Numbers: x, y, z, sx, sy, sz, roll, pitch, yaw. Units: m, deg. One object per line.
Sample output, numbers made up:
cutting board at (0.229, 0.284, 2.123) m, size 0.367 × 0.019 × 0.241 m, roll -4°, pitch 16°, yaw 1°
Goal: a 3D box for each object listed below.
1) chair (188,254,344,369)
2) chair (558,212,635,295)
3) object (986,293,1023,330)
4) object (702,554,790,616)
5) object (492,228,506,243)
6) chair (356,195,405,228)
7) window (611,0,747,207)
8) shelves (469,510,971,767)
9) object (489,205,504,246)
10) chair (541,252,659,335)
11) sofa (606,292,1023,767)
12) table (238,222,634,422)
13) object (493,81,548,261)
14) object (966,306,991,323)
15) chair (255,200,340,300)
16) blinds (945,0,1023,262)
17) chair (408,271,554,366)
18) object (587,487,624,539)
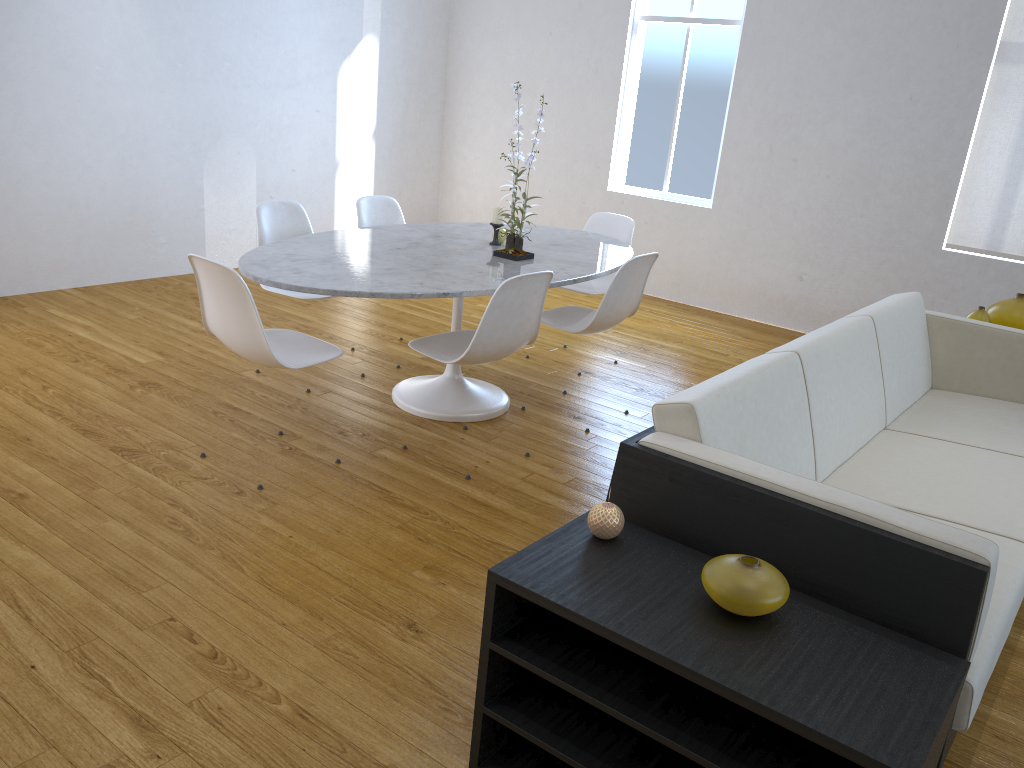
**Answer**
chair at (-0.769, -0.238, 2.769) m, size 0.403 × 0.355 × 0.417 m, roll 20°, pitch 24°, yaw 35°
chair at (0.356, -0.615, 4.189) m, size 0.403 × 0.355 × 0.417 m, roll 20°, pitch 24°, yaw 35°
object at (1.972, -0.247, 3.483) m, size 0.207 × 0.217 × 0.205 m, roll 1°, pitch 20°, yaw -12°
object at (0.398, 0.341, 1.515) m, size 0.146 × 0.091 × 0.145 m, roll 1°, pitch 20°, yaw -12°
object at (-0.049, -0.633, 3.668) m, size 0.063 × 0.092 × 0.062 m, roll 3°, pitch 20°, yaw -7°
chair at (-0.497, -0.646, 4.029) m, size 0.417 × 0.355 × 0.403 m, roll 20°, pitch 24°, yaw 35°
window at (1.092, -2.213, 5.403) m, size 0.771 × 2.151 × 0.073 m, roll 19°, pitch 24°, yaw 33°
shelves at (0.330, 0.602, 1.581) m, size 0.726 × 0.456 × 0.347 m, roll 19°, pitch 24°, yaw 33°
object at (-0.060, -0.654, 3.594) m, size 0.059 × 0.178 × 0.058 m, roll 13°, pitch 21°, yaw 19°
chair at (0.329, -0.377, 3.492) m, size 0.417 × 0.355 × 0.403 m, roll 19°, pitch 23°, yaw 32°
sofa at (1.673, 0.428, 2.158) m, size 9.676 × 0.686 × 5.308 m, roll 19°, pitch 23°, yaw 33°
table at (-0.222, -0.225, 3.547) m, size 1.065 × 0.629 × 1.899 m, roll 19°, pitch 23°, yaw 33°
object at (0.023, -0.788, 3.308) m, size 0.166 × 0.645 × 0.200 m, roll -4°, pitch 22°, yaw -25°
object at (1.805, -0.222, 3.447) m, size 0.095 × 0.162 × 0.094 m, roll 1°, pitch 21°, yaw -12°
chair at (-0.829, -0.541, 3.629) m, size 0.417 × 0.355 × 0.403 m, roll 18°, pitch 23°, yaw 31°
blinds at (2.728, -1.626, 4.190) m, size 0.758 × 2.132 × 0.007 m, roll 19°, pitch 24°, yaw 33°
chair at (-0.099, -0.245, 2.984) m, size 0.417 × 0.355 × 0.404 m, roll 21°, pitch 25°, yaw 36°
object at (0.184, 0.245, 1.709) m, size 0.071 × 0.105 × 0.070 m, roll -4°, pitch 22°, yaw -26°
